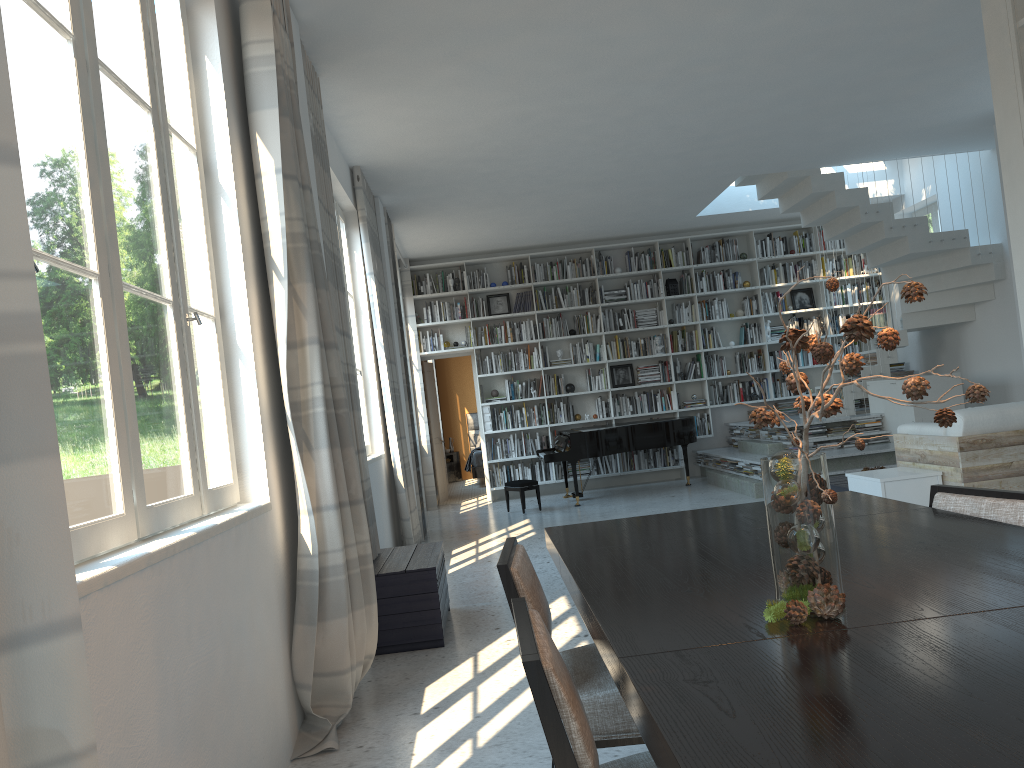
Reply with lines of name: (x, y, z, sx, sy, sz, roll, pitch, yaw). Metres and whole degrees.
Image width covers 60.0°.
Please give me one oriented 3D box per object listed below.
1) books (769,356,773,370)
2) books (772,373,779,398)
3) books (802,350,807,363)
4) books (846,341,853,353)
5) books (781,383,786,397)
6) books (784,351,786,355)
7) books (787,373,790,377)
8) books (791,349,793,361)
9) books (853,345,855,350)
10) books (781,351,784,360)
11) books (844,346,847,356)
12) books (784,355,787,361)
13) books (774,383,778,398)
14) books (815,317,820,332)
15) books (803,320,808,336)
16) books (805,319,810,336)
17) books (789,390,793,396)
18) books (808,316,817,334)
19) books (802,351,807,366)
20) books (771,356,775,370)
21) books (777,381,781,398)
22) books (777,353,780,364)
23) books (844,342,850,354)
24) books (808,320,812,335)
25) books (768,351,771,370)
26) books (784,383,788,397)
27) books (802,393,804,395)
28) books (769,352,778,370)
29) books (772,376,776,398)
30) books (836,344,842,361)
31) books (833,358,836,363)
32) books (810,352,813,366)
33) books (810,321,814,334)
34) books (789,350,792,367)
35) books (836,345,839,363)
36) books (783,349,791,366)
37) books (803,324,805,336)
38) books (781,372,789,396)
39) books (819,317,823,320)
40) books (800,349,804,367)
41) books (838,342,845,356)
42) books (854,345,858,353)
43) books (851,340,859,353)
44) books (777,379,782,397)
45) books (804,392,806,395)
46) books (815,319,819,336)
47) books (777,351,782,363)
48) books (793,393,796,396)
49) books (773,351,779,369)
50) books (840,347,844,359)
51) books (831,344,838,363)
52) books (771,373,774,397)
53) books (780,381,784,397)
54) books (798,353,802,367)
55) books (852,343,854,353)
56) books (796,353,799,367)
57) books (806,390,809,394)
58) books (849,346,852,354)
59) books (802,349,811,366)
books: (3.397, -0.270, 11.702, 0.023, 0.186, 0.159, -7, -1, -2)
books: (3.477, 0.019, 11.718, 0.013, 0.327, 0.130, -7, -1, -2)
books: (3.867, -0.340, 11.730, 0.037, 0.218, 0.139, -7, -1, -2)
books: (4.476, -0.449, 11.755, 0.013, 0.297, 0.141, -7, -1, -2)
books: (3.569, 0.078, 11.711, 0.030, 0.188, 0.140, -7, -1, -2)
books: (3.603, -0.315, 11.711, 0.012, 0.229, 0.179, -7, -1, -2)
books: (3.671, 0.008, 11.728, 0.010, 0.304, 0.131, -7, -1, -2)
books: (3.675, -0.345, 11.716, 0.011, 0.272, 0.152, -7, -1, -2)
books: (4.512, -0.425, 11.767, 0.027, 0.242, 0.131, -7, -1, -2)
books: (3.556, -0.315, 11.712, 0.026, 0.239, 0.177, -7, -1, -2)
books: (4.394, -0.395, 11.749, 0.025, 0.208, 0.149, -7, -1, -2)
books: (3.586, -0.290, 11.700, 0.027, 0.181, 0.186, -7, -1, -2)
books: (3.461, 0.078, 11.717, 0.033, 0.213, 0.140, -7, -1, -2)
books: (4.038, -0.747, 11.741, 0.024, 0.255, 0.145, -7, -1, -2)
books: (3.865, -0.721, 11.732, 0.031, 0.242, 0.147, -7, -1, -2)
books: (3.895, -0.728, 11.751, 0.031, 0.250, 0.133, -7, -1, -2)
books: (3.646, 0.054, 11.704, 0.052, 0.217, 0.184, -7, -1, -2)
books: (3.974, -0.749, 11.722, 0.021, 0.271, 0.191, -7, -1, -2)
books: (3.836, -0.328, 11.713, 0.030, 0.200, 0.189, -7, -1, -2)
books: (3.419, -0.271, 11.700, 0.022, 0.184, 0.162, -7, -1, -2)
books: (3.501, 0.073, 11.707, 0.023, 0.214, 0.163, -7, -1, -2)
books: (3.496, -0.300, 11.699, 0.011, 0.223, 0.163, -7, -1, -2)
books: (4.419, -0.419, 11.725, 0.027, 0.248, 0.184, -7, -1, -2)
books: (3.926, -0.724, 11.751, 0.028, 0.235, 0.129, -7, -1, -2)
books: (3.375, -0.301, 11.713, 0.012, 0.254, 0.161, -7, -1, -2)
books: (3.596, 0.076, 11.705, 0.024, 0.185, 0.149, -7, -1, -2)
books: (3.747, 0.004, 11.670, 0.075, 0.291, 0.255, -7, -1, -2)
books: (3.442, -0.304, 11.699, 0.047, 0.244, 0.177, -7, -1, -2)
books: (3.433, 0.044, 11.706, 0.015, 0.287, 0.138, -7, -1, -2)
books: (4.316, -0.403, 11.740, 0.022, 0.242, 0.151, -7, -1, -2)
books: (4.201, -0.407, 11.742, 0.085, 0.278, 0.159, -7, -1, -2)
books: (3.923, -0.349, 11.725, 0.027, 0.223, 0.170, -7, -1, -2)
books: (3.954, -0.717, 11.745, 0.025, 0.213, 0.155, -7, -1, -2)
books: (3.654, -0.338, 11.695, 0.012, 0.262, 0.186, -7, -1, -2)
books: (4.287, -0.397, 11.738, 0.037, 0.236, 0.153, -7, -1, -2)
books: (3.622, -0.331, 11.689, 0.028, 0.255, 0.191, -7, -1, -2)
books: (3.842, -0.736, 11.752, 0.010, 0.278, 0.129, -7, -1, -2)
books: (3.607, 0.000, 11.704, 0.014, 0.333, 0.169, -7, -1, -2)
books: (4.111, -0.770, 11.760, 0.029, 0.283, 0.138, -7, -1, -2)
books: (3.793, -0.368, 11.709, 0.026, 0.290, 0.181, -7, -1, -2)
books: (4.366, -0.421, 11.756, 0.024, 0.267, 0.133, -7, -1, -2)
books: (4.539, -0.411, 11.739, 0.021, 0.205, 0.174, -7, -1, -2)
books: (4.550, -0.452, 11.749, 0.011, 0.284, 0.161, -7, -1, -2)
books: (3.519, 0.056, 11.698, 0.015, 0.243, 0.156, -7, -1, -2)
books: (3.823, -0.002, 11.708, 0.025, 0.287, 0.160, -7, -1, -2)
books: (4.007, -0.736, 11.725, 0.041, 0.239, 0.176, -7, -1, -2)
books: (3.521, -0.315, 11.695, 0.045, 0.246, 0.185, -7, -1, -2)
books: (3.696, 0.037, 11.710, 0.031, 0.239, 0.171, -7, -1, -2)
books: (3.477, -0.309, 11.711, 0.024, 0.247, 0.143, -7, -1, -2)
books: (4.344, -0.386, 11.736, 0.029, 0.201, 0.172, -7, -1, -2)
books: (4.257, -0.402, 11.729, 0.024, 0.252, 0.175, -7, -1, -2)
books: (3.416, 0.020, 11.703, 0.014, 0.337, 0.132, -7, -1, -2)
books: (3.540, 0.070, 11.709, 0.025, 0.210, 0.137, -7, -1, -2)
books: (3.771, -0.342, 11.704, 0.023, 0.244, 0.189, -7, -1, -2)
books: (4.493, -0.418, 11.749, 0.014, 0.230, 0.172, -7, -1, -2)
books: (3.752, -0.344, 11.728, 0.012, 0.254, 0.161, -7, -1, -2)
books: (3.867, 0.001, 11.719, 0.062, 0.274, 0.148, -7, -1, -2)
books: (4.461, -0.399, 11.754, 0.027, 0.201, 0.164, -7, -1, -2)
books: (3.897, -0.352, 11.723, 0.025, 0.235, 0.181, -7, -1, -2)
